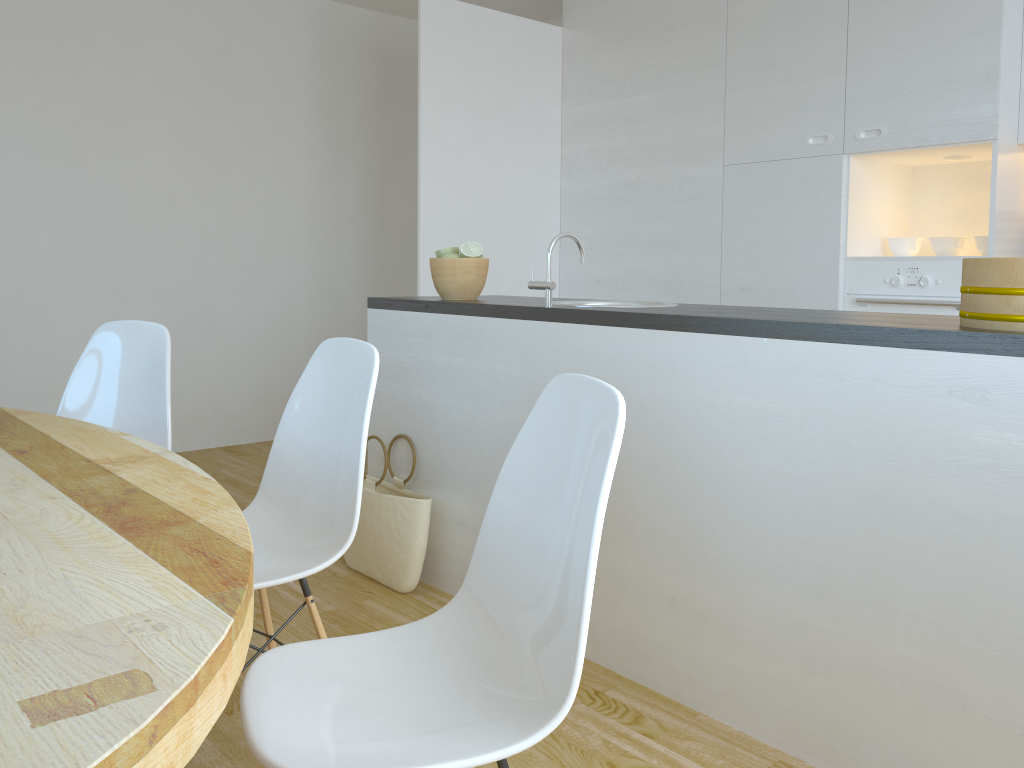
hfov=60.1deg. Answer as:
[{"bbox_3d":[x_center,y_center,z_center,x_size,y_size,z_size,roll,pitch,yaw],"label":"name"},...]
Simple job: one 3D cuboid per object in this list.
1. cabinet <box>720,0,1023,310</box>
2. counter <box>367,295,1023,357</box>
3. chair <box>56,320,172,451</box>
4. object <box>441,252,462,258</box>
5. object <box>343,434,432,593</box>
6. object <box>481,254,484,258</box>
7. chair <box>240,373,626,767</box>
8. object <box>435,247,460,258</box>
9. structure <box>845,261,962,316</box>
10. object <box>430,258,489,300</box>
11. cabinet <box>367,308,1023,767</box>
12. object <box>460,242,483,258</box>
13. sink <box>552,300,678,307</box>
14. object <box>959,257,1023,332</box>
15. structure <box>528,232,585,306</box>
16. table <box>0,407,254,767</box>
[{"bbox_3d":[2.217,-0.580,3.123,0.482,2.290,3.212,-3,7,-41],"label":"cabinet"},{"bbox_3d":[0.489,-0.191,2.484,0.602,0.040,2.409,-6,10,-40],"label":"counter"},{"bbox_3d":[-1.168,0.296,2.318,0.430,0.897,0.525,2,5,19],"label":"chair"},{"bbox_3d":[-0.200,-0.406,3.016,0.097,0.085,0.082,2,6,14],"label":"object"},{"bbox_3d":[-0.651,0.472,2.583,0.471,0.499,1.195,3,7,27],"label":"object"},{"bbox_3d":[-0.139,-0.427,3.068,0.086,0.098,0.102,-1,6,-20],"label":"object"},{"bbox_3d":[-0.131,0.445,1.244,0.523,0.897,0.432,-1,5,-21],"label":"chair"},{"bbox_3d":[-0.225,-0.445,3.087,0.086,0.065,0.084,-3,7,-29],"label":"object"},{"bbox_3d":[1.586,-0.191,3.536,0.049,0.593,0.562,-3,6,-41],"label":"structure"},{"bbox_3d":[-0.181,-0.362,3.051,0.205,0.141,0.206,2,6,11],"label":"object"},{"bbox_3d":[0.485,0.280,2.516,0.602,0.905,2.409,-4,8,-41],"label":"cabinet"},{"bbox_3d":[-0.138,-0.446,2.992,0.077,0.071,0.074,-1,6,-16],"label":"object"},{"bbox_3d":[0.309,-0.174,2.747,0.404,0.156,0.406,1,7,1],"label":"sink"},{"bbox_3d":[1.099,-0.211,1.712,0.378,0.213,0.432,-1,7,-13],"label":"object"},{"bbox_3d":[0.135,-0.340,2.620,0.162,0.214,0.097,-4,6,-40],"label":"structure"},{"bbox_3d":[-1.099,0.521,1.262,1.196,0.721,2.197,-5,9,-42],"label":"table"}]
